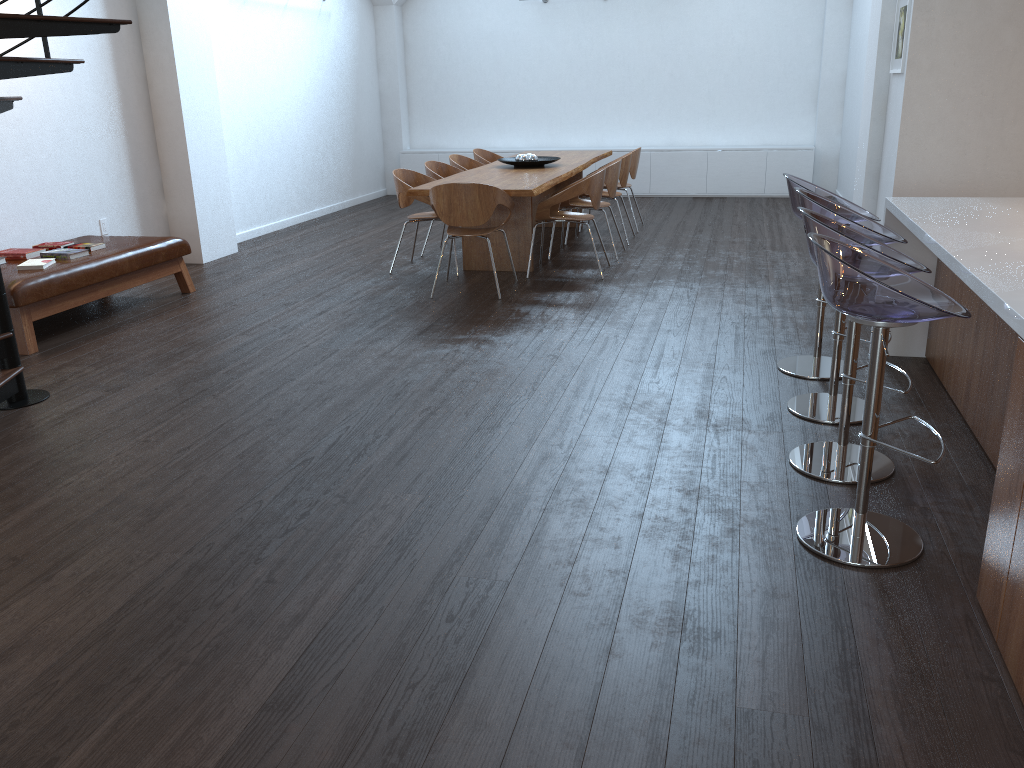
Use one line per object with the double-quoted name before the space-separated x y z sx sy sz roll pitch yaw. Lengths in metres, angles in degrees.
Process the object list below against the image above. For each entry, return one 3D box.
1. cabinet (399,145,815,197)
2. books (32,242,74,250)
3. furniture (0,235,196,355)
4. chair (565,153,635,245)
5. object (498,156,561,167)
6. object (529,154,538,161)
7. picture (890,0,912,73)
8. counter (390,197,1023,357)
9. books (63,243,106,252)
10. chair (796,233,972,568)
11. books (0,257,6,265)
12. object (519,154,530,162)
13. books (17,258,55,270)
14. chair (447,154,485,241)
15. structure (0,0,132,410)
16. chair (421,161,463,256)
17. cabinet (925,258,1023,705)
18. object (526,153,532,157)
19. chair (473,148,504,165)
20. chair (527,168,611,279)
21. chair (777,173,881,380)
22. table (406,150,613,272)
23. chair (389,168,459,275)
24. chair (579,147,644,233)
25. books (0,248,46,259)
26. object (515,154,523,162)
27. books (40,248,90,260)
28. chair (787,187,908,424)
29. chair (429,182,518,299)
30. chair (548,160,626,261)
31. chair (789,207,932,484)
"cabinet" 1.181 -2.913 12.162 5.580 0.626 0.478 3 19 14
"books" -3.285 -0.990 6.358 0.224 0.036 0.161 1 19 9
"furniture" -3.143 -0.690 6.209 0.907 0.453 1.819 3 19 14
"chair" 0.865 -1.806 8.590 0.618 0.833 0.629 3 19 14
"object" 0.160 -2.069 8.280 0.592 0.066 0.592 -11 21 -26
"object" 0.197 -2.090 8.271 0.100 0.100 0.100 -12 21 -28
"picture" 2.562 -2.315 5.845 0.018 0.500 0.500 3 19 14
"counter" 1.374 -0.396 4.332 3.039 0.860 8.182 -6 19 -14
"books" -3.018 -0.967 6.266 0.224 0.032 0.161 3 19 14
"chair" 1.151 0.037 2.820 0.481 1.014 0.530 4 19 16
"books" -3.461 -0.787 5.765 0.254 0.044 0.183 1 19 9
"object" 0.113 -2.076 8.218 0.100 0.100 0.100 -12 21 -28
"books" -3.058 -0.772 5.705 0.161 0.031 0.223 -4 19 -7
"chair" -0.314 -1.871 8.879 0.618 0.833 0.629 3 19 14
"structure" -2.611 -1.978 3.886 1.998 4.352 1.998 -10 20 -23
"chair" -0.483 -1.628 8.174 0.618 0.833 0.629 4 19 15
"cabinet" 1.861 0.189 2.630 0.898 0.796 4.493 3 19 14
"object" 0.163 -2.124 8.362 0.100 0.100 0.100 -12 21 -28
"chair" -0.109 -2.117 9.590 0.618 0.833 0.629 3 19 14
"chair" 0.468 -1.319 7.180 0.618 0.833 0.629 3 19 12
"chair" 1.608 -0.565 4.563 0.481 1.014 0.530 4 19 16
"table" 0.171 -1.684 8.416 1.012 0.750 3.803 3 19 14
"chair" -0.678 -1.387 7.472 0.617 0.830 0.629 3 19 14
"chair" 1.054 -2.049 9.294 0.618 0.833 0.629 3 19 14
"books" -3.364 -0.889 6.052 0.283 0.043 0.197 3 19 13
"object" 0.079 -2.106 8.308 0.100 0.100 0.100 -12 21 -28
"books" -3.027 -0.882 6.008 0.247 0.040 0.185 4 20 17
"chair" 1.480 -0.363 3.977 0.481 1.014 0.530 3 19 12
"chair" -0.302 -1.114 6.638 0.629 0.833 0.618 2 19 9
"chair" 0.677 -1.565 7.891 0.618 0.833 0.629 3 19 14
"chair" 1.307 -0.162 3.397 0.481 1.014 0.530 3 19 12
